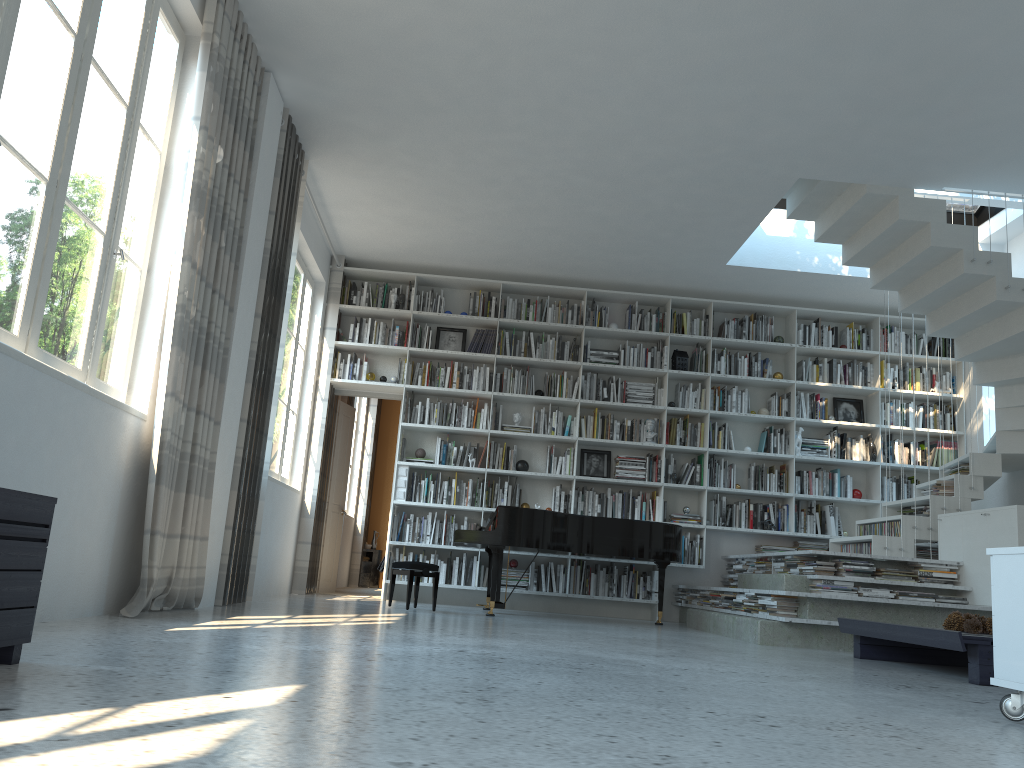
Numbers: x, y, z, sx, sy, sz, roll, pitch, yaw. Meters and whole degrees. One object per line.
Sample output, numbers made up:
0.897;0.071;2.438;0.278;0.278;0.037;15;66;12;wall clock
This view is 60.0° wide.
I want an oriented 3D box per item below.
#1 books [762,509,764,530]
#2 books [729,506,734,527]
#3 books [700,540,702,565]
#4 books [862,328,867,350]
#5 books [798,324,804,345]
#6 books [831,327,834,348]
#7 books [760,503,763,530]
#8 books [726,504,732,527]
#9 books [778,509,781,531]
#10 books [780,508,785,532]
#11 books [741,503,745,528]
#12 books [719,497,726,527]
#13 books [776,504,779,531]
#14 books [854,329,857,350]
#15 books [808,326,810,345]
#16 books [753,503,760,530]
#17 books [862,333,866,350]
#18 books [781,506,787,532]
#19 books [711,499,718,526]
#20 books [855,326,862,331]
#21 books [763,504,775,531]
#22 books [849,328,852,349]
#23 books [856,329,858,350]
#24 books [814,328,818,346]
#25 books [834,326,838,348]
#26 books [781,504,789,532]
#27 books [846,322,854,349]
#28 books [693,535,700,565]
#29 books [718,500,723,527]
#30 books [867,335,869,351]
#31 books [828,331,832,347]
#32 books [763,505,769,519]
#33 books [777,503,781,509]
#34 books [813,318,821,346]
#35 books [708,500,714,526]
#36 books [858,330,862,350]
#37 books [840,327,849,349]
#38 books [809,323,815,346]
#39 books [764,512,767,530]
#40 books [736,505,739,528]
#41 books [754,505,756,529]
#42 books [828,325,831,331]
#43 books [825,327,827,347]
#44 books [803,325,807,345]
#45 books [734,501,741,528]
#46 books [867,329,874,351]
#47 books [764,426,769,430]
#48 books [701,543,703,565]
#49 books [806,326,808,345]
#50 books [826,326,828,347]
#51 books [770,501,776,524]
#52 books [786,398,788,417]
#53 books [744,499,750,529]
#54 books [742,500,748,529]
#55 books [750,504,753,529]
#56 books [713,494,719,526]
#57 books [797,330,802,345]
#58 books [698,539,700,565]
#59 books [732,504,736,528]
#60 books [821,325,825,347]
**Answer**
2.404;1.319;8.572;0.022;0.210;0.136;5;-12;-2;books
2.108;1.289;8.557;0.011;0.216;0.176;5;-12;-2;books
1.766;1.599;8.384;0.013;0.232;0.149;5;-12;-2;books
3.554;-0.416;8.987;0.025;0.278;0.136;5;-12;-2;books
2.896;-0.462;8.944;0.025;0.250;0.178;5;-12;-2;books
3.223;-0.432;8.973;0.012;0.253;0.161;5;-12;-2;books
2.382;1.291;8.574;0.026;0.262;0.170;5;-12;-2;books
2.071;1.279;8.556;0.065;0.231;0.162;5;-12;-2;books
2.560;1.325;8.567;0.013;0.219;0.168;5;-12;-2;books
2.591;1.323;8.563;0.025;0.227;0.176;5;-12;-2;books
2.207;1.279;8.557;0.025;0.252;0.182;5;-12;-2;books
2.016;1.240;8.545;0.030;0.293;0.189;5;-12;-2;books
2.544;1.304;8.582;0.021;0.264;0.150;5;-12;-2;books
3.443;-0.414;8.963;0.031;0.248;0.165;5;-12;-2;books
2.971;-0.451;8.967;0.027;0.249;0.140;5;-12;-2;books
2.357;1.288;8.567;0.026;0.262;0.173;5;-12;-2;books
3.525;-0.389;8.962;0.029;0.209;0.170;5;-12;-2;books
2.617;1.311;8.573;0.026;0.257;0.157;5;-12;-2;books
1.941;1.249;8.539;0.023;0.262;0.187;5;-12;-2;books
3.504;-0.431;8.984;0.020;0.298;0.131;5;-12;-2;books
2.486;1.296;8.570;0.070;0.266;0.186;5;-12;-2;books
3.390;-0.420;8.963;0.016;0.251;0.189;5;-12;-2;books
3.466;-0.413;8.980;0.017;0.256;0.147;5;-12;-2;books
3.048;-0.438;8.952;0.030;0.230;0.148;5;-12;-2;books
3.245;-0.435;8.961;0.030;0.257;0.165;5;-12;-2;books
2.643;1.307;8.576;0.025;0.272;0.171;5;-12;-2;books
3.421;-0.451;8.971;0.007;0.320;0.166;5;-12;-2;books
1.737;1.570;8.380;0.021;0.284;0.173;5;-12;-2;books
1.988;1.257;8.542;0.023;0.256;0.178;5;-12;-2;books
3.579;-0.380;8.987;0.031;0.211;0.132;5;-12;-2;books
3.175;-0.416;8.943;0.024;0.201;0.190;5;-12;-2;books
2.447;1.303;8.573;0.012;0.248;0.165;5;-12;-2;books
2.573;1.301;8.598;0.012;0.282;0.144;5;-12;-2;books
3.074;-0.488;8.953;0.014;0.331;0.181;5;-12;-2;books
1.922;1.256;8.557;0.012;0.253;0.161;5;-12;-2;books
3.484;-0.406;8.957;0.018;0.234;0.186;5;-12;-2;books
3.357;-0.427;8.954;0.019;0.255;0.169;5;-12;-2;books
3.011;-0.465;8.954;0.048;0.277;0.150;5;-12;-2;books
2.426;1.334;8.563;0.025;0.180;0.169;5;-12;-2;books
2.155;1.289;8.566;0.024;0.227;0.160;5;-12;-2;books
2.332;1.299;8.580;0.021;0.242;0.131;5;-12;-2;books
3.194;-0.446;8.977;0.012;0.278;0.153;5;-12;-2;books
3.132;-0.435;8.950;0.022;0.235;0.172;5;-12;-2;books
2.922;-0.456;8.939;0.026;0.241;0.185;5;-12;-2;books
2.175;1.271;8.567;0.014;0.267;0.172;5;-12;-2;books
3.610;-0.407;8.971;0.026;0.262;0.163;5;-12;-2;books
2.508;0.572;8.739;0.016;0.289;0.135;5;-12;-2;books
1.777;1.616;8.394;0.012;0.205;0.161;5;-12;-2;books
2.946;-0.447;8.947;0.024;0.230;0.169;5;-12;-2;books
3.154;-0.440;8.961;0.021;0.253;0.151;5;-12;-2;books
2.528;1.289;8.584;0.013;0.293;0.135;5;-12;-2;books
2.704;0.259;8.803;0.013;0.220;0.156;5;-12;-2;books
2.263;1.263;8.559;0.012;0.292;0.175;5;-12;-2;books
2.250;1.271;8.579;0.012;0.284;0.160;5;-12;-2;books
2.283;1.289;8.558;0.031;0.243;0.185;5;-12;-2;books
1.960;1.225;8.546;0.010;0.315;0.187;5;-12;-2;books
2.870;-0.433;8.925;0.022;0.182;0.190;5;-12;-2;books
1.753;1.582;8.401;0.015;0.270;0.158;5;-12;-2;books
2.128;1.285;8.569;0.029;0.234;0.142;5;-12;-2;books
3.115;-0.449;8.951;0.014;0.261;0.168;5;-12;-2;books
